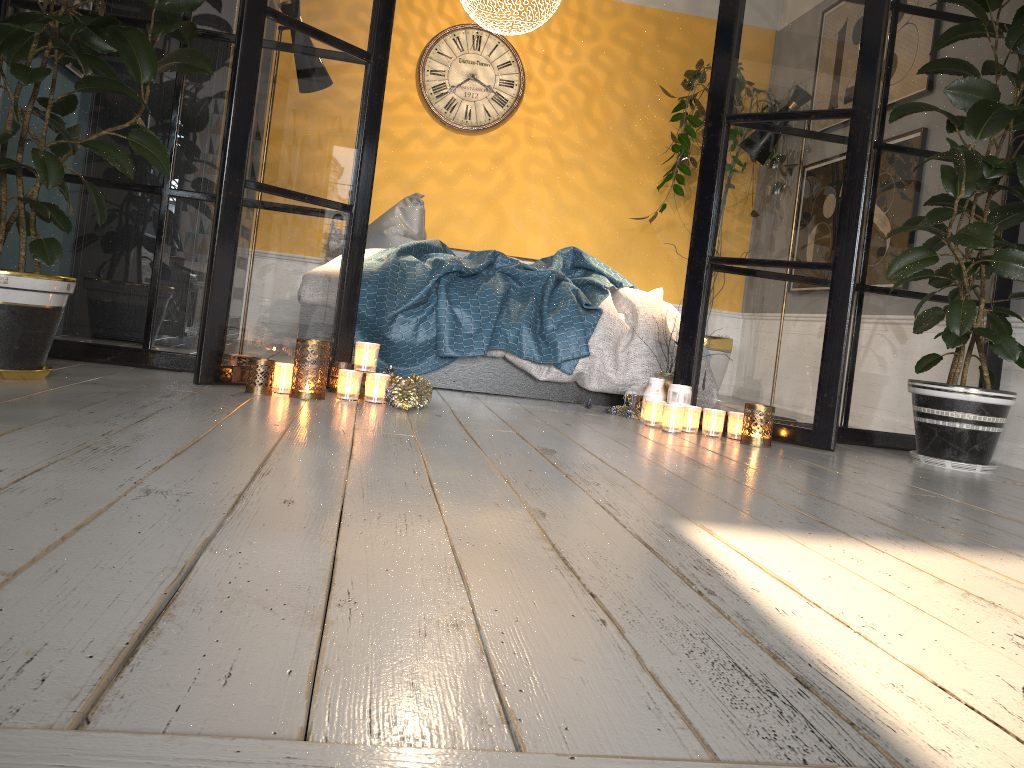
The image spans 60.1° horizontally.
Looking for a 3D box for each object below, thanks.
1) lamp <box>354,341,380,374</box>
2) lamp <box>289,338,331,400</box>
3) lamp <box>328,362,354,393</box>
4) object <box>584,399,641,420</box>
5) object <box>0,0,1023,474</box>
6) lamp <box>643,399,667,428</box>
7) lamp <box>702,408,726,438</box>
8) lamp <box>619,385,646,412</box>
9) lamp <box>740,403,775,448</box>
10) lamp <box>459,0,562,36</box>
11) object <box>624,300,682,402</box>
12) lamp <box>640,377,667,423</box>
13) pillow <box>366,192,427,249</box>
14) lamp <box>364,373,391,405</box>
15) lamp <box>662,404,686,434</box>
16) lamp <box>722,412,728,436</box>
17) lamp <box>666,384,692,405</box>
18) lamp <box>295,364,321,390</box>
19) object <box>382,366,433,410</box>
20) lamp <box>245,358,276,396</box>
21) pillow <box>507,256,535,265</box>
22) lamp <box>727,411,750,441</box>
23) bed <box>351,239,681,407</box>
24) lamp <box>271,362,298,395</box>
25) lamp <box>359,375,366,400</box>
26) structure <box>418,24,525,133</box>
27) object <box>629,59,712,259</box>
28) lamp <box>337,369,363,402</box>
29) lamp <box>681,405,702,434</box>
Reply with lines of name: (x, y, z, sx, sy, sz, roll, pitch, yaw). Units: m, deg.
lamp: (-0.483, -0.088, 2.935, 0.081, 0.098, 0.080, 8, 2, 31)
lamp: (-0.649, -0.048, 2.849, 0.114, 0.187, 0.115, 7, 1, -11)
lamp: (-0.608, -0.023, 3.156, 0.080, 0.106, 0.081, 7, 1, -10)
object: (0.414, 0.103, 3.654, 0.087, 0.053, 0.328, 4, 5, -45)
object: (0.194, -0.754, 2.887, 3.890, 1.794, 1.013, 6, 1, -10)
lamp: (0.533, 0.111, 3.315, 0.080, 0.098, 0.081, 6, 2, -45)
lamp: (0.729, 0.143, 3.209, 0.081, 0.098, 0.080, 8, 2, 31)
lamp: (0.511, 0.072, 3.671, 0.108, 0.131, 0.096, 6, 2, -39)
lamp: (0.864, 0.145, 3.111, 0.108, 0.141, 0.107, 8, 2, 44)
lamp: (0.021, -2.477, 4.868, 0.619, 1.095, 0.614, 8, 1, 32)
object: (0.702, -0.103, 3.691, 0.439, 0.522, 0.277, 8, 1, 31)
lamp: (0.552, 0.067, 3.440, 0.092, 0.179, 0.092, 7, 1, 11)
pillow: (-0.704, -0.830, 5.159, 0.782, 0.598, 0.500, 7, 2, -3)
lamp: (-0.449, 0.016, 2.940, 0.081, 0.098, 0.080, 8, 2, 31)
lamp: (0.580, 0.126, 3.190, 0.081, 0.098, 0.080, 8, 2, 31)
lamp: (0.768, 0.145, 3.300, 0.063, 0.091, 0.063, 6, 1, -28)
lamp: (0.630, 0.088, 3.351, 0.089, 0.166, 0.093, 6, 1, -43)
lamp: (-0.683, -0.014, 2.952, 0.081, 0.098, 0.080, 8, 2, 31)
object: (-0.409, 0.005, 3.150, 0.191, 0.117, 0.720, 6, 4, -20)
lamp: (-0.799, -0.023, 2.811, 0.084, 0.110, 0.085, 6, 2, -34)
pillow: (-0.029, -0.658, 5.271, 0.487, 0.227, 0.591, 10, 4, 40)
lamp: (0.819, 0.154, 3.201, 0.081, 0.098, 0.080, 8, 2, 31)
bed: (-0.120, -0.413, 4.823, 1.895, 0.769, 2.330, 7, 4, -9)
lamp: (-0.743, -0.017, 2.883, 0.081, 0.098, 0.080, 8, 2, 31)
lamp: (-0.497, 0.013, 3.042, 0.069, 0.080, 0.069, 7, 2, -2)
structure: (-0.269, -2.058, 5.948, 0.726, 0.724, 0.071, 7, 0, -9)
object: (1.345, -1.023, 5.802, 1.340, 2.203, 1.254, 7, 1, -23)
lamp: (-0.540, 0.005, 2.933, 0.081, 0.098, 0.080, 8, 2, 31)
lamp: (0.650, 0.130, 3.246, 0.081, 0.098, 0.080, 8, 2, 31)
